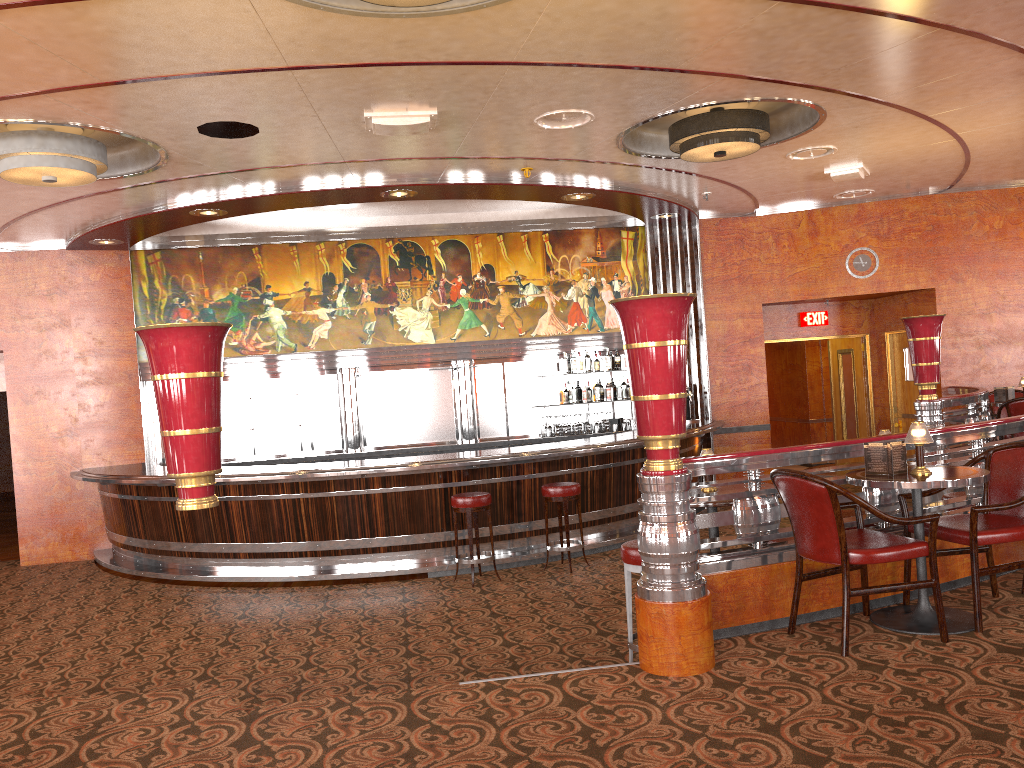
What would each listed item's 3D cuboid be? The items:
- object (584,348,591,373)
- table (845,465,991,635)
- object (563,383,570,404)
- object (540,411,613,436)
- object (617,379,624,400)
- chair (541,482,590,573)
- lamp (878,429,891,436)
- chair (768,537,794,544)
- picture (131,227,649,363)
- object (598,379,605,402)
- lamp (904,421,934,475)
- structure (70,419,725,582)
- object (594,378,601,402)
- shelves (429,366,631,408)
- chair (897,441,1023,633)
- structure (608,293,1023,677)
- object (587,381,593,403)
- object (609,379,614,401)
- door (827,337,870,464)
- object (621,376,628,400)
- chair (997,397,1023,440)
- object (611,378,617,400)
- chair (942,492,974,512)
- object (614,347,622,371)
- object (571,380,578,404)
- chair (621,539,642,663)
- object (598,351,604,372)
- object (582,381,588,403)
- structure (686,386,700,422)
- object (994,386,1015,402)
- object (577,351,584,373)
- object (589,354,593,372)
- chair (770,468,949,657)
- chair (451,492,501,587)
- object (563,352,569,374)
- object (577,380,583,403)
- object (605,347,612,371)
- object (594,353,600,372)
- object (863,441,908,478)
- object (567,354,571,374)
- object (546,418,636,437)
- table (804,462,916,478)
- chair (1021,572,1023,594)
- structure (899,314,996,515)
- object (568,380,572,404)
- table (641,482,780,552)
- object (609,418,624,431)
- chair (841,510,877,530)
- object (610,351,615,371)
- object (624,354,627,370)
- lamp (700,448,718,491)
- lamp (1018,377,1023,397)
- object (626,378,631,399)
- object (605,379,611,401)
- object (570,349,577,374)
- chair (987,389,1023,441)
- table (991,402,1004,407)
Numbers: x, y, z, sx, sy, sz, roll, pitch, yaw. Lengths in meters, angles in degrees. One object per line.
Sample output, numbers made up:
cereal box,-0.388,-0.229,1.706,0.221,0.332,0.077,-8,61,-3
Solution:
object,0.950,-0.296,11.142,0.078,0.305,0.078,-4,1,-20
table,1.984,0.791,4.309,0.640,0.720,0.639,-4,1,35
object,0.685,0.119,11.219,0.080,0.272,0.080,-4,1,-5
object,0.832,0.503,11.159,0.951,0.245,0.396,-4,0,-4
object,1.364,0.071,11.235,0.080,0.272,0.080,-4,1,-5
chair,0.461,1.268,7.900,0.350,0.755,0.349,-3,1,33
lamp,2.465,0.425,5.844,0.130,0.250,0.130,-4,1,4
chair,1.547,1.203,4.877,0.350,0.755,0.349,-3,1,33
picture,-1.360,-1.128,10.880,6.253,1.323,0.001,-4,1,-8
object,1.124,0.078,11.282,0.090,0.293,0.090,-4,1,-14
lamp,1.959,0.306,4.265,0.130,0.250,0.130,-4,1,4
structure,-0.977,1.218,9.320,7.809,1.047,3.207,-4,0,-8
object,1.077,0.075,11.180,0.078,0.305,0.078,-3,1,30
shelves,0.277,0.010,11.148,2.594,0.568,0.339,-4,1,-8
chair,2.348,0.716,4.389,0.615,0.817,0.588,-4,1,-13
structure,2.239,-0.276,5.061,4.351,3.606,0.549,-4,1,-33
object,0.981,0.098,11.279,0.080,0.272,0.080,-4,1,-5
object,1.254,0.074,11.247,0.067,0.283,0.067,-3,1,43
door,4.736,0.324,12.418,0.063,1.983,0.808,-4,1,-13
object,1.427,0.050,11.289,0.078,0.305,0.078,-4,1,5
chair,5.053,0.509,8.612,0.588,0.817,0.615,-4,1,27
object,1.296,0.065,11.376,0.090,0.293,0.090,-4,1,26
chair,3.012,1.096,5.775,0.350,0.755,0.350,-4,1,8
object,1.332,-0.316,11.195,0.090,0.293,0.090,-4,1,26
object,0.784,0.096,11.170,0.078,0.305,0.078,-4,1,-15
chair,0.801,1.255,4.911,0.350,0.755,0.349,-3,1,41
object,1.125,-0.292,11.288,0.080,0.272,0.080,-5,1,-40
object,0.918,0.098,11.187,0.067,0.283,0.067,-5,1,-42
structure,2.122,0.242,10.953,0.360,0.540,0.280,-4,1,12
object,5.174,0.107,9.251,0.169,0.156,0.195,-4,1,-13
object,0.859,-0.273,11.153,0.080,0.272,0.080,-4,1,-15
object,0.977,-0.263,11.234,0.068,0.235,0.212,-4,1,12
chair,1.559,0.773,4.124,0.615,0.817,0.588,-4,1,-18
chair,-0.327,1.324,7.630,0.350,0.755,0.350,-5,1,-34
object,0.670,-0.264,11.126,0.067,0.283,0.067,-3,1,38
object,0.847,0.097,11.285,0.090,0.293,0.090,-5,1,-29
object,1.215,-0.314,11.194,0.078,0.305,0.078,-5,1,-27
object,1.069,-0.270,11.184,0.070,0.238,0.070,-5,1,-33
object,1.802,0.364,4.320,0.169,0.156,0.195,-4,1,42
object,0.726,-0.255,11.241,0.090,0.256,0.090,-4,1,14
object,1.121,0.537,11.247,1.425,0.135,0.403,-4,0,-2
table,2.393,1.036,5.873,0.849,0.960,0.850,-4,1,-28
chair,2.940,0.673,4.617,0.615,0.817,0.588,-5,1,-38
structure,4.624,0.333,9.142,0.624,2.025,3.167,-3,1,32
object,0.767,0.097,11.259,0.078,0.305,0.206,-4,1,-12
table,1.238,1.120,5.371,0.849,0.960,0.849,-4,1,-5
object,1.310,0.513,11.186,0.169,0.156,0.195,-4,1,17
chair,2.055,1.165,5.387,0.350,0.755,0.349,-3,1,33
object,1.276,-0.295,11.355,0.090,0.256,0.090,-4,1,-1
object,1.452,-0.320,11.231,0.067,0.283,0.067,-4,1,4
lamp,1.191,0.517,5.386,0.130,0.250,0.130,-4,1,13
lamp,5.290,0.052,9.142,0.130,0.250,0.130,-4,1,22
object,1.489,0.062,11.385,0.080,0.272,0.080,-4,1,-10
object,1.210,0.077,11.172,0.067,0.283,0.067,-5,1,-33
object,0.774,-0.283,11.140,0.078,0.305,0.078,-4,1,-17
chair,5.532,0.471,9.742,0.588,0.817,0.615,-4,1,12
table,5.323,0.536,9.147,0.640,0.720,0.639,-4,1,22
